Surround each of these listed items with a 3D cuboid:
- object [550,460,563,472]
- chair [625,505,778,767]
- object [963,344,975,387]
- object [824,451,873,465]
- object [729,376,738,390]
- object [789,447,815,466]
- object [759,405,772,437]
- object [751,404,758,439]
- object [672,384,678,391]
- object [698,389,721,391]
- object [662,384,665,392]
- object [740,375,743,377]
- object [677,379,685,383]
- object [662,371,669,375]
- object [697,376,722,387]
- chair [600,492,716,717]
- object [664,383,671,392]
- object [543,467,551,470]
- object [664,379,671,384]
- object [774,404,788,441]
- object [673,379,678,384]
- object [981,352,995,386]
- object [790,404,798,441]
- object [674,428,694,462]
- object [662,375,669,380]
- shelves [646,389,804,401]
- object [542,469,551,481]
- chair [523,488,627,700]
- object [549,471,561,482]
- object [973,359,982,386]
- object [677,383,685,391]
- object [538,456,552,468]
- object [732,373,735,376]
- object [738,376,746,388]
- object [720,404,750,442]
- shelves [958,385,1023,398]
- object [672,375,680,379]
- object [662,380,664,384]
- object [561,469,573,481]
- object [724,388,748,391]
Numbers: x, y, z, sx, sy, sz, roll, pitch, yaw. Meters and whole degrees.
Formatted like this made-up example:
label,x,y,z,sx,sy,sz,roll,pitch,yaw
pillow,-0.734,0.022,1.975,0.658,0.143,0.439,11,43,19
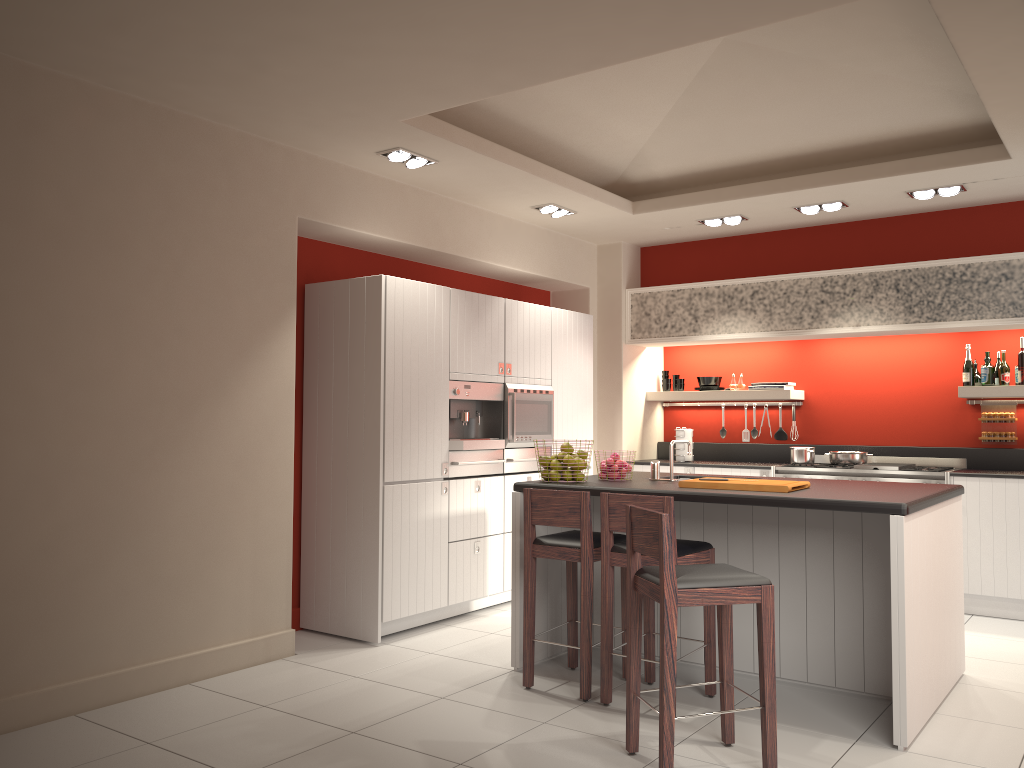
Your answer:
label,x,y,z,sx,sy,sz,roll,pitch,yaw
object,0.250,0.457,4.967,0.076,0.077,0.076,0,-3,0
chair,0.749,1.005,3.566,0.474,1.008,0.383,1,-3,-14
object,3.531,-0.143,6.859,0.083,0.331,0.083,0,-3,7
object,2.774,0.612,7.313,0.309,0.105,0.309,1,-3,-27
object,2.004,-0.006,8.017,0.076,0.131,0.076,1,-3,-12
object,2.361,0.588,7.213,0.201,0.148,0.201,-1,-3,28
object,2.288,0.335,8.016,0.124,0.297,0.009,-2,-3,36
object,2.207,0.341,8.071,0.067,0.324,0.022,-2,-3,34
object,1.563,0.040,8.441,0.070,0.076,0.070,0,-3,7
object,1.829,0.063,8.215,0.280,0.016,0.280,-1,-3,35
object,1.473,0.042,8.506,0.070,0.076,0.070,0,-3,7
object,2.086,-0.078,8.060,0.026,0.032,0.023,-1,-3,18
object,1.581,-0.010,8.300,0.070,0.076,0.070,0,-3,7
object,1.473,-0.090,8.512,0.070,0.076,0.070,0,-3,7
object,1.830,-0.010,8.218,0.232,0.108,0.232,1,-2,-13
chair,0.725,1.038,4.374,0.383,1.008,0.474,-2,-3,38
object,1.461,0.035,8.323,0.070,0.076,0.070,0,-3,7
object,0.209,0.461,5.058,0.076,0.077,0.076,0,-3,0
object,1.461,-0.009,8.325,0.070,0.076,0.070,0,-3,7
object,2.412,0.341,7.948,0.123,0.331,0.040,-2,-3,36
object,1.563,-0.004,8.443,0.070,0.076,0.070,0,-3,7
object,3.628,-0.114,6.761,0.094,0.264,0.094,-1,-3,24
object,2.500,0.344,7.862,0.069,0.328,0.069,0,-3,13
object,1.526,0.540,7.885,0.168,0.304,0.163,1,-3,-25
object,1.473,-0.046,8.510,0.070,0.076,0.070,0,-3,7
shelves,1.925,0.109,8.117,1.379,0.083,0.376,-1,-3,36
object,0.198,0.511,4.992,0.068,0.068,0.068,3,-3,-43
chair,0.350,1.048,4.643,0.383,1.008,0.474,-2,-3,36
object,0.237,0.508,4.913,0.068,0.068,0.068,3,-3,-43
object,3.656,-0.086,6.994,0.113,0.226,0.113,1,-3,-13
object,1.581,0.034,8.298,0.070,0.076,0.070,0,-3,7
object,0.186,0.437,4.997,0.077,0.068,0.076,-1,-3,29
object,2.004,-0.081,8.021,0.023,0.031,0.024,1,-3,-13
object,2.084,-0.004,8.057,0.077,0.134,0.076,-1,-3,19
object,2.052,0.358,8.179,0.287,0.351,0.022,-2,-3,37
shelves,4.094,0.054,6.558,1.379,0.083,0.376,-1,-3,36
object,1.563,-0.048,8.445,0.070,0.076,0.070,0,-3,7
object,1.473,-0.002,8.508,0.070,0.076,0.070,0,-3,7
object,0.309,0.510,4.952,0.068,0.068,0.068,3,-3,-43
object,2.043,0.051,8.034,0.183,0.027,0.160,1,-3,-26
